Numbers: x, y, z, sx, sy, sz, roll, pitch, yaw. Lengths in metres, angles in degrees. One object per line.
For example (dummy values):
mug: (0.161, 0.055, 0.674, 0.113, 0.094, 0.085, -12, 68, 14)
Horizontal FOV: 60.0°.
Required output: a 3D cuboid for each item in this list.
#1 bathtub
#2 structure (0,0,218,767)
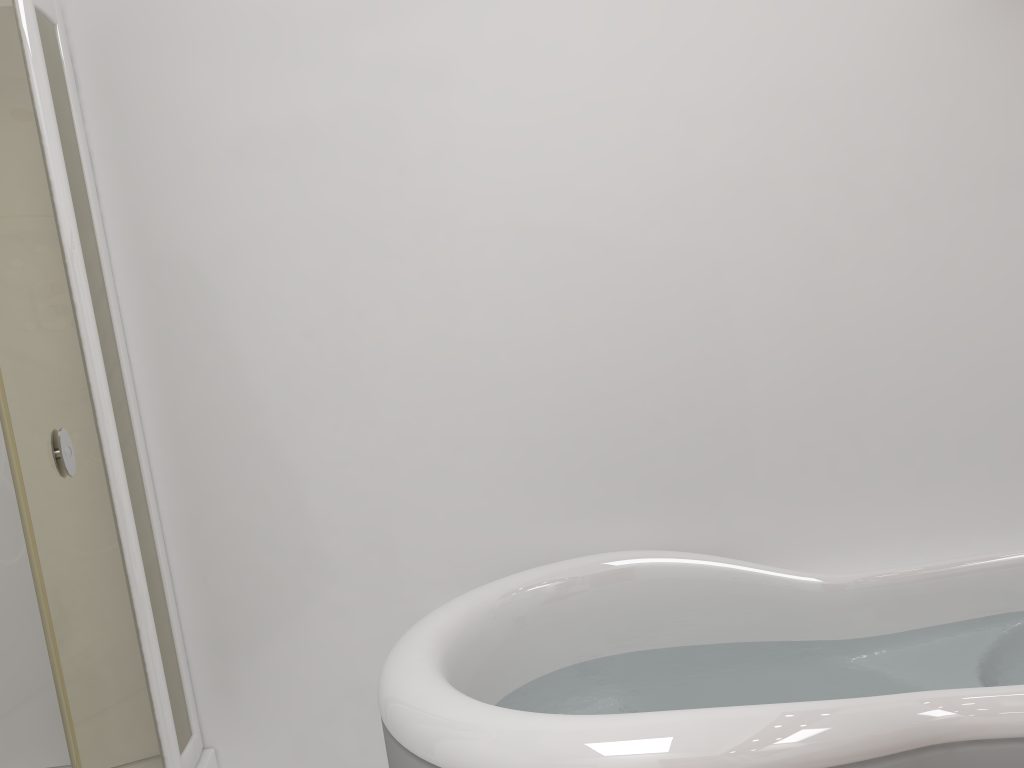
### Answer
bathtub: (0.704, 0.714, 1.749, 1.863, 0.674, 1.055, -9, 5, 5)
structure: (-1.388, 0.225, 1.893, 0.933, 2.234, 0.932, -9, 5, 5)
